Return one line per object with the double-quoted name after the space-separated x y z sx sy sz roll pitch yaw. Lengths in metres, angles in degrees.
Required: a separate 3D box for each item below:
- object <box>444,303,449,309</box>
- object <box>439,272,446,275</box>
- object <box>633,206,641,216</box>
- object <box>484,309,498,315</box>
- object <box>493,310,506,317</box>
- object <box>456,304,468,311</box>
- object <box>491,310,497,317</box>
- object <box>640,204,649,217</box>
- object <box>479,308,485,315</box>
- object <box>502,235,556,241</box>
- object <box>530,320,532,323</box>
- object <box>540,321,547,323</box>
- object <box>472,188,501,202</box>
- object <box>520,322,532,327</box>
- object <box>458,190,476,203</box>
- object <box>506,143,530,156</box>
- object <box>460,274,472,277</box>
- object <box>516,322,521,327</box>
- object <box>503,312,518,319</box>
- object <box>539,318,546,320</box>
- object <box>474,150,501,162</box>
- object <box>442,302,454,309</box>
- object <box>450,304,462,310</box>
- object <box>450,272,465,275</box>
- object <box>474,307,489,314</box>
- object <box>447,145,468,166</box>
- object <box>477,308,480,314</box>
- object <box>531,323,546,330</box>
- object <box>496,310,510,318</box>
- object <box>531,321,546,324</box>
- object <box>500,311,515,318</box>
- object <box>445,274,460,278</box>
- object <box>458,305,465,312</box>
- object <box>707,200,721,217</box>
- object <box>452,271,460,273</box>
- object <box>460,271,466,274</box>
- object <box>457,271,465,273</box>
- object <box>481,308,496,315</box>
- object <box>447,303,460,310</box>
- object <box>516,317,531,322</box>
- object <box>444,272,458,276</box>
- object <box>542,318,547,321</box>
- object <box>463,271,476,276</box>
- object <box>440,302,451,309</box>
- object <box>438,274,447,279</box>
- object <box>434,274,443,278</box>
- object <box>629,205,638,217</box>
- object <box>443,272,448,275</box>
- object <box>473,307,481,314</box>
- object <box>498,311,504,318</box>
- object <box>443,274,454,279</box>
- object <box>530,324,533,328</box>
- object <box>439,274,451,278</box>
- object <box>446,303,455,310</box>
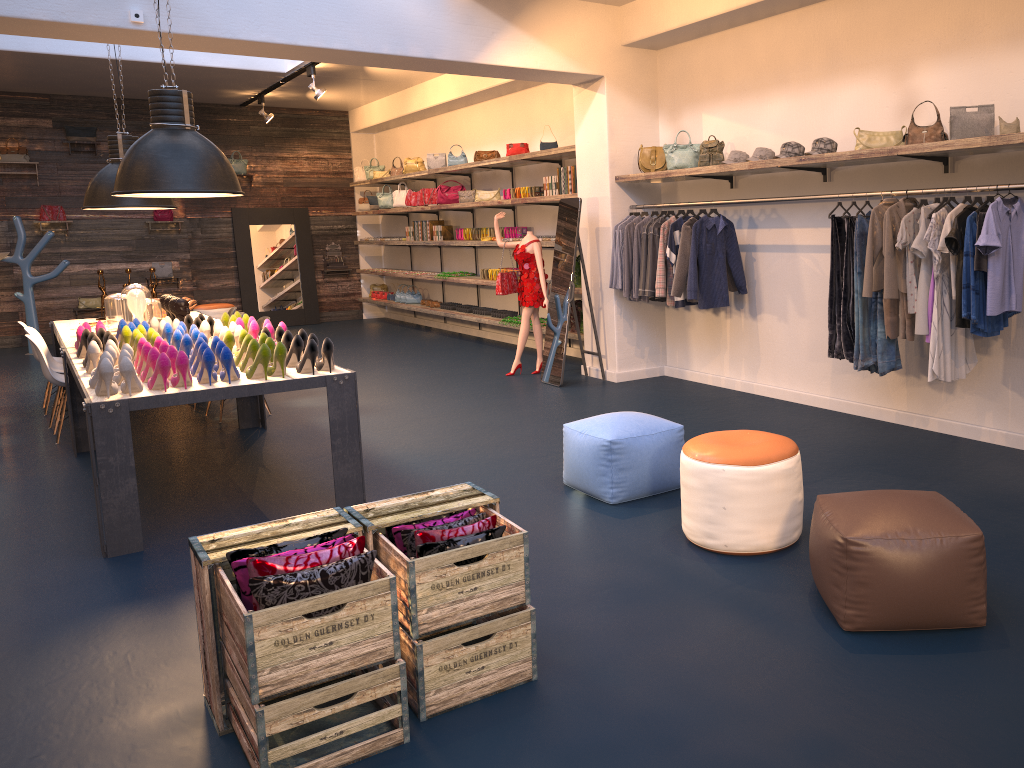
-0.873 -1.101 12.252 0.201 0.087 0.061 -8 9 -32 "object"
-0.894 -1.516 11.935 0.254 0.063 0.078 -7 10 -28 "object"
1.175 -1.573 8.165 0.466 0.218 0.009 -8 8 -33 "object"
-0.274 -0.928 11.207 0.183 0.087 0.067 0 8 7 "object"
-0.145 -0.891 10.980 0.196 0.087 0.063 -5 8 -18 "object"
-0.680 -1.045 11.914 0.201 0.087 0.061 -8 9 -32 "object"
-0.175 -0.899 11.034 0.195 0.087 0.063 -4 8 -17 "object"
1.234 -1.559 8.070 0.466 0.218 0.009 -8 8 -33 "object"
-0.336 -0.946 11.316 0.188 0.087 0.066 -2 8 -2 "object"
0.383 -1.652 9.851 0.521 0.060 1.415 -7 12 -29 "object"
0.279 -0.721 10.048 0.253 0.067 0.078 -6 10 -26 "object"
0.363 -0.698 9.901 0.253 0.067 0.079 -6 10 -26 "object"
-0.328 -2.355 10.819 0.355 0.173 0.238 0 9 10 "object"
0.187 -0.691 10.043 0.254 0.057 0.077 -9 11 -36 "object"
-0.572 -2.428 11.251 0.256 0.174 0.110 1 8 19 "object"
0.065 -2.685 9.956 0.276 0.148 0.115 -1 8 1 "object"
-0.652 -1.459 11.743 0.254 0.057 0.077 -9 11 -36 "object"
0.137 -0.702 10.114 0.254 0.057 0.077 -9 11 -36 "object"
-0.017 -0.854 10.758 0.189 0.087 0.065 -2 8 -5 "object"
0.352 -0.756 10.229 0.237 0.053 0.085 -2 9 -2 "object"
-0.279 -2.795 10.644 0.383 0.140 0.382 -5 10 -19 "object"
-0.905 -1.110 12.308 0.201 0.087 0.061 -8 9 -32 "object"
-0.777 -1.073 12.085 0.201 0.087 0.061 -8 9 -32 "object"
-0.742 -1.483 11.729 0.253 0.067 0.079 -6 10 -26 "object"
-0.401 -0.965 11.428 0.189 0.087 0.065 -2 8 -5 "object"
-0.714 -2.984 11.346 0.274 0.280 0.097 -2 7 2 "object"
-0.368 -0.956 11.373 0.188 0.087 0.066 -2 8 -2 "object"
0.300 -0.653 9.817 0.254 0.057 0.077 -9 11 -36 "object"
-0.112 -0.881 10.923 0.192 0.087 0.064 -3 8 -11 "object"
0.294 -0.708 9.963 0.253 0.063 0.080 -6 10 -26 "object"
-0.049 -0.863 10.813 0.191 0.087 0.064 -3 8 -9 "object"
-0.805 -1.438 11.644 0.254 0.057 0.077 -9 11 -36 "object"
-0.648 -1.036 11.860 0.201 0.087 0.061 -8 9 -32 "object"
1.694 -1.432 7.297 0.466 0.218 0.009 -8 8 -33 "object"
-0.752 -1.541 12.056 0.237 0.053 0.085 -2 9 -2 "object"
-0.658 -1.513 11.889 0.079 0.072 0.255 4 11 36 "object"
-0.673 -1.526 11.974 0.076 0.074 0.256 6 12 44 "object"
-0.306 -0.937 11.261 0.185 0.087 0.067 -1 8 2 "object"
-0.810 -1.083 12.141 0.201 0.087 0.061 -8 9 -32 "object"
0.159 -0.757 10.257 0.253 0.067 0.079 -6 10 -26 "object"
-0.810 -1.493 11.790 0.253 0.063 0.080 -6 10 -26 "object"
0.431 -0.741 10.147 0.076 0.074 0.256 6 12 44 "object"
-0.589 -1.504 11.828 0.078 0.067 0.257 5 12 37 "object"
-0.936 -1.119 12.361 0.201 0.087 0.061 -8 9 -32 "object"
-0.918 -1.476 11.870 0.254 0.057 0.077 -9 11 -36 "object"
-0.968 -1.487 11.941 0.254 0.057 0.077 -9 11 -36 "object"
1.144 -1.582 8.219 0.466 0.218 0.009 -8 8 -33 "object"
-0.826 -1.506 11.875 0.253 0.067 0.078 -6 10 -26 "object"
-0.431 -0.974 11.483 0.191 0.087 0.064 -3 8 -9 "object"
-0.080 -0.872 10.867 0.192 0.087 0.064 -3 8 -11 "object"
-0.835 -1.452 11.725 0.254 0.057 0.077 -9 11 -36 "object"
0.270 -0.667 9.898 0.254 0.057 0.077 -9 11 -36 "object"
-0.888 -1.462 11.789 0.254 0.057 0.077 -9 11 -36 "object"
-0.841 -1.091 12.194 0.201 0.087 0.061 -8 9 -32 "object"
